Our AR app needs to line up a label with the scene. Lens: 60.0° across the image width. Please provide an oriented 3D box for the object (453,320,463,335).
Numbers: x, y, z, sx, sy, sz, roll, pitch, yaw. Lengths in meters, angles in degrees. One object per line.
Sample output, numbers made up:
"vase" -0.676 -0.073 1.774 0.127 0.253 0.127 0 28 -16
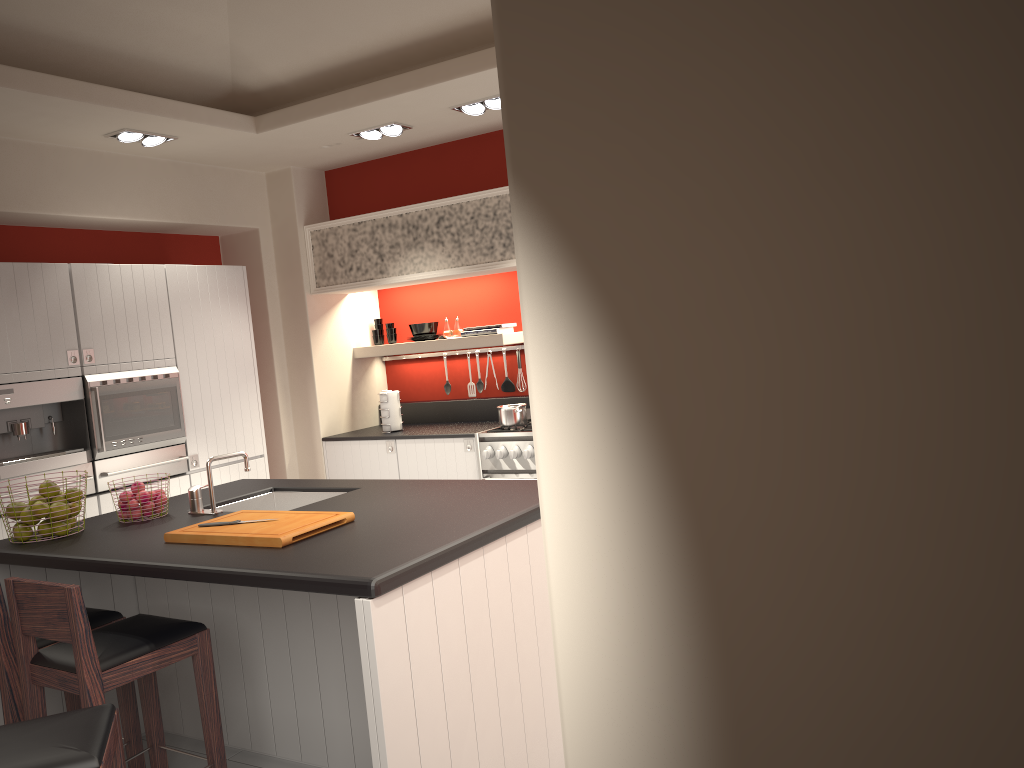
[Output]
"object" -0.405 -0.417 6.659 0.077 0.134 0.076 -5 3 14

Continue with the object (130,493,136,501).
"object" -1.591 0.476 3.703 0.041 0.039 0.041 -9 5 -43

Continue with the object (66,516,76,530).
"object" -1.794 0.552 3.556 0.084 0.079 0.086 -6 3 -14

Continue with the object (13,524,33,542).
"object" -1.896 0.577 3.440 0.068 0.068 0.068 -3 4 42

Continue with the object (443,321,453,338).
"object" -0.481 -0.407 6.613 0.076 0.131 0.076 -7 3 -17

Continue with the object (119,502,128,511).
"object" -1.609 0.506 3.677 0.041 0.041 0.040 -7 4 -22

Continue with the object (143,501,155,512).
"object" -1.516 0.512 3.705 0.046 0.043 0.046 -7 4 -19

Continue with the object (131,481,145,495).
"object" -1.567 0.436 3.715 0.056 0.058 0.056 -6 3 -14

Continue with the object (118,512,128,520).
"object" -1.626 0.546 3.723 0.050 0.049 0.049 -6 3 -3

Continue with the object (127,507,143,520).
"object" -1.570 0.537 3.695 0.062 0.057 0.061 -4 4 31

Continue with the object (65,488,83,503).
"object" -1.758 0.446 3.558 0.067 0.064 0.067 -4 4 32

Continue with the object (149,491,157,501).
"object" -1.522 0.474 3.744 0.041 0.044 0.045 -6 3 1

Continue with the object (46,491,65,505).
"object" -1.842 0.469 3.592 0.078 0.076 0.071 -6 3 0

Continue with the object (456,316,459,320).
"object" -0.411 -0.492 6.655 0.026 0.032 0.023 -5 3 13

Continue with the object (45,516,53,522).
"object" -1.862 0.530 3.598 0.064 0.060 0.064 -4 4 26

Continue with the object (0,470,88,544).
"object" -1.859 0.487 3.522 0.341 0.232 0.341 -7 4 -26

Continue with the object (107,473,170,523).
"object" -1.561 0.480 3.737 0.247 0.168 0.248 -4 4 19

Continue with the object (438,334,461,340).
"object" -0.438 -0.356 6.639 0.183 0.027 0.160 -8 4 -30

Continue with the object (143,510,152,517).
"object" -1.535 0.542 3.735 0.040 0.039 0.039 -6 3 -10

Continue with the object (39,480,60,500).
"object" -1.845 0.421 3.536 0.078 0.080 0.078 -4 4 31

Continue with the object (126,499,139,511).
"object" -1.567 0.499 3.662 0.048 0.046 0.048 -6 3 -10

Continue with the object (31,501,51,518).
"object" -1.825 0.486 3.437 0.067 0.068 0.067 -6 3 -7

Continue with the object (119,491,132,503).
"object" -1.597 0.467 3.663 0.048 0.046 0.048 -6 3 -13

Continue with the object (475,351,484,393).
"object" -0.251 -0.091 6.718 0.067 0.323 0.022 -4 4 30

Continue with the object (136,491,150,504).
"object" -1.535 0.471 3.691 0.051 0.055 0.056 -2 5 45

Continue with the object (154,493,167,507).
"object" -1.488 0.492 3.755 0.055 0.056 0.055 -3 4 40

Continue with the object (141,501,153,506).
"object" -1.558 0.498 3.774 0.055 0.056 0.055 -3 4 40

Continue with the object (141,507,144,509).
"object" -1.577 0.536 3.808 0.050 0.049 0.049 -6 3 -3

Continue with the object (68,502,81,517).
"object" -1.749 0.499 3.533 0.057 0.057 0.055 -4 4 23

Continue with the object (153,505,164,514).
"object" -1.515 0.531 3.793 0.050 0.049 0.049 -6 3 -3

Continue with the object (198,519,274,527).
"object" -0.988 0.500 3.217 0.302 0.010 0.035 -6 3 1

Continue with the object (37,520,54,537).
"object" -1.827 0.567 3.485 0.068 0.068 0.068 -3 4 42

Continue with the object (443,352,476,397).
"object" -0.413 -0.067 6.815 0.287 0.351 0.022 -4 4 32

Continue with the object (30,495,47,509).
"object" -1.862 0.469 3.486 0.062 0.061 0.057 -9 5 -44

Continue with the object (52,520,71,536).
"object" -1.766 0.562 3.474 0.068 0.068 0.068 -3 4 42

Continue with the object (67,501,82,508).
"object" -1.777 0.494 3.589 0.067 0.064 0.066 -3 4 35

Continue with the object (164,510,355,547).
"object" -0.909 0.515 3.197 0.570 0.033 0.373 -4 4 29

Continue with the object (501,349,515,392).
"object" -0.036 -0.101 6.614 0.123 0.330 0.040 -4 4 31

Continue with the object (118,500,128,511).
"object" -1.621 0.503 3.719 0.059 0.059 0.060 -3 4 43

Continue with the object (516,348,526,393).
"object" 0.059 -0.100 6.536 0.069 0.328 0.069 -5 3 8

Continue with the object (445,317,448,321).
"object" -0.489 -0.482 6.609 0.023 0.031 0.024 -7 3 -17

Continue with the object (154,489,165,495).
"object" -1.514 0.476 3.796 0.056 0.050 0.055 -7 4 -21

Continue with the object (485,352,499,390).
"object" -0.166 -0.100 6.670 0.124 0.296 0.009 -4 4 31

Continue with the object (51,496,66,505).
"object" -1.799 0.469 3.525 0.056 0.054 0.057 -5 3 2

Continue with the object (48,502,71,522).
"object" -1.778 0.503 3.481 0.082 0.082 0.082 -6 3 -2
